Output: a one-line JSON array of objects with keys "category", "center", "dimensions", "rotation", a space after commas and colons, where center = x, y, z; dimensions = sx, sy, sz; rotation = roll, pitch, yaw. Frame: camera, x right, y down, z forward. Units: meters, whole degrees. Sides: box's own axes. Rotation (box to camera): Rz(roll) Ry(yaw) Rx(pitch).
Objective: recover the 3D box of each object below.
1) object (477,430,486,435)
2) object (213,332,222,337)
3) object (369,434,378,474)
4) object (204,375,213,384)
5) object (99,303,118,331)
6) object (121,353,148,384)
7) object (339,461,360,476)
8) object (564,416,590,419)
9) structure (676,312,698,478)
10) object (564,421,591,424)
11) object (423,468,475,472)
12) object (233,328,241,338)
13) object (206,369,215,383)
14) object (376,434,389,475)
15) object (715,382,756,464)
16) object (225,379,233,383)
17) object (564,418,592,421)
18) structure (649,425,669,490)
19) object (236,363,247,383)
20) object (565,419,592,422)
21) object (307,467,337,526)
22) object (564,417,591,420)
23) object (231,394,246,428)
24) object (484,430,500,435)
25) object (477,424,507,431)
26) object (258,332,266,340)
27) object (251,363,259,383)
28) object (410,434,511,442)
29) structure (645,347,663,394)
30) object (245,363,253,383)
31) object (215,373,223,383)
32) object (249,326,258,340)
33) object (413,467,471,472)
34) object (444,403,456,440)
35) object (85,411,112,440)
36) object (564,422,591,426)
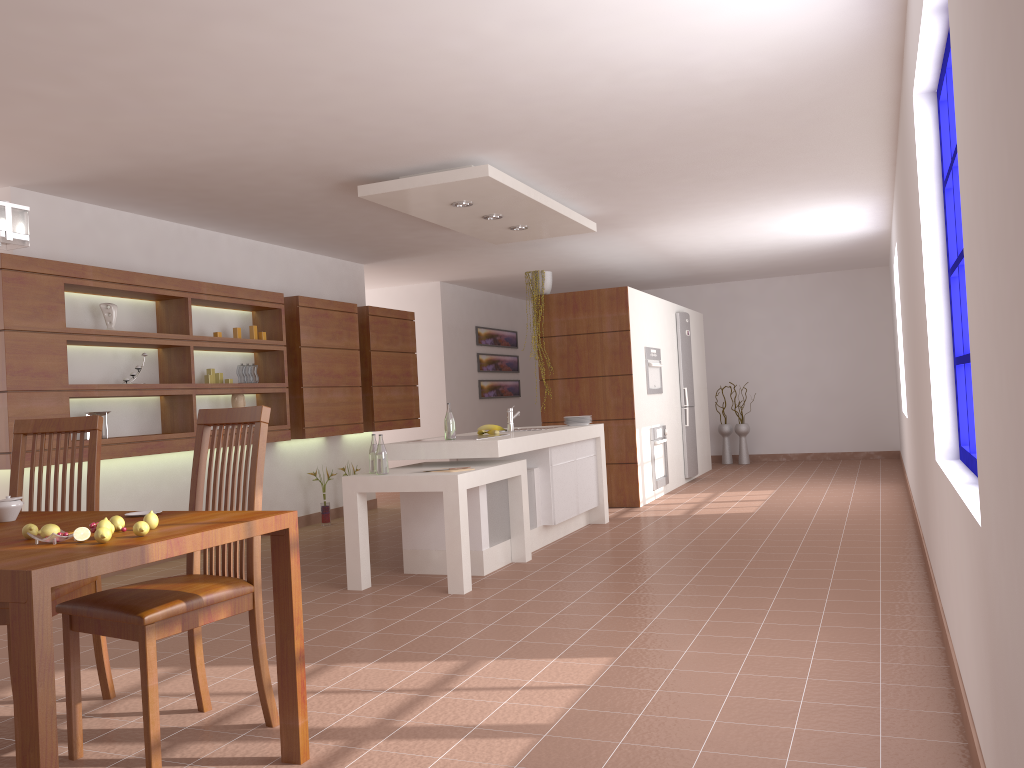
[{"category": "object", "center": [-0.214, 0.339, 6.182], "dimensions": [0.060, 0.033, 0.207], "rotation": [-3, -1, 2]}, {"category": "object", "center": [-2.174, -0.366, 6.545], "dimensions": [0.044, 0.049, 0.044], "rotation": [-4, -1, 23]}, {"category": "object", "center": [-0.809, 0.410, 5.220], "dimensions": [0.071, 0.230, 0.071], "rotation": [-3, -1, 4]}, {"category": "object", "center": [-2.250, -0.031, 6.581], "dimensions": [0.044, 0.070, 0.044], "rotation": [-4, -1, 23]}, {"category": "object", "center": [-2.616, -0.429, 5.761], "dimensions": [0.103, 0.197, 0.071], "rotation": [-3, -1, -16]}, {"category": "object", "center": [-2.530, -0.105, 5.955], "dimensions": [0.190, 0.227, 0.136], "rotation": [-2, -1, -35]}, {"category": "object", "center": [-1.514, 0.991, 8.356], "dimensions": [0.087, 0.546, 0.296], "rotation": [-4, -1, 23]}, {"category": "object", "center": [0.526, 0.270, 7.099], "dimensions": [0.228, 0.020, 0.228], "rotation": [-3, -1, 4]}, {"category": "structure", "center": [2.015, 0.116, 10.103], "dimensions": [0.089, 1.862, 0.604], "rotation": [-4, -1, 23]}, {"category": "object", "center": [0.528, 0.310, 7.098], "dimensions": [0.228, 0.020, 0.228], "rotation": [-3, -1, 4]}, {"category": "object", "center": [-0.363, 0.496, 5.105], "dimensions": [0.266, 0.006, 0.168], "rotation": [-4, -1, 39]}, {"category": "object", "center": [-2.108, -0.390, 6.801], "dimensions": [0.044, 0.099, 0.044], "rotation": [-4, -1, 23]}, {"category": "object", "center": [-2.259, -0.054, 6.654], "dimensions": [0.044, 0.120, 0.044], "rotation": [-4, -1, 23]}, {"category": "object", "center": [-0.748, 0.404, 5.089], "dimensions": [0.071, 0.230, 0.071], "rotation": [-3, -1, 4]}, {"category": "object", "center": [3.052, 0.520, 11.909], "dimensions": [0.655, 1.112, 0.284], "rotation": [-4, -1, 42]}, {"category": "object", "center": [-2.161, -0.018, 6.767], "dimensions": [0.044, 0.040, 0.044], "rotation": [-4, -1, 23]}, {"category": "object", "center": [0.527, 0.290, 7.098], "dimensions": [0.228, 0.020, 0.228], "rotation": [-3, -1, 4]}, {"category": "structure", "center": [1.464, 0.716, 8.732], "dimensions": [0.058, 0.592, 0.596], "rotation": [-4, -1, 23]}, {"category": "object", "center": [-2.119, -0.079, 6.955], "dimensions": [0.054, 0.165, 0.065], "rotation": [-4, -1, 38]}, {"category": "object", "center": [0.528, 0.300, 7.098], "dimensions": [0.228, 0.020, 0.228], "rotation": [-3, -1, 4]}, {"category": "object", "center": [-1.683, 0.993, 7.944], "dimensions": [0.087, 0.546, 0.296], "rotation": [-4, -1, 38]}, {"category": "object", "center": [0.527, 0.280, 7.099], "dimensions": [0.228, 0.020, 0.228], "rotation": [-3, -1, 4]}, {"category": "object", "center": [-2.122, 0.200, 6.877], "dimensions": [0.100, 0.284, 0.100], "rotation": [-2, -1, -37]}, {"category": "object", "center": [-0.128, 0.333, 6.118], "dimensions": [0.060, 0.033, 0.207], "rotation": [-3, -1, -23]}, {"category": "object", "center": [-0.139, 0.307, 6.147], "dimensions": [0.207, 0.055, 0.047], "rotation": [-3, -1, -1]}, {"category": "object", "center": [-1.989, -0.378, 7.066], "dimensions": [0.044, 0.070, 0.044], "rotation": [-4, -1, 23]}, {"category": "object", "center": [-2.053, -0.081, 7.038], "dimensions": [0.054, 0.165, 0.065], "rotation": [-4, -1, 38]}, {"category": "object", "center": [-0.338, 0.354, 5.801], "dimensions": [0.493, 0.006, 0.551], "rotation": [-4, -1, 23]}, {"category": "structure", "center": [1.422, -0.132, 8.742], "dimensions": [0.056, 0.454, 0.614], "rotation": [-4, -1, 23]}, {"category": "object", "center": [-2.086, -0.080, 6.997], "dimensions": [0.054, 0.165, 0.065], "rotation": [-4, -1, 38]}, {"category": "object", "center": [-2.236, -0.039, 6.772], "dimensions": [0.044, 0.090, 0.044], "rotation": [-4, -1, 23]}, {"category": "object", "center": [-2.047, -0.400, 7.020], "dimensions": [0.044, 0.120, 0.044], "rotation": [-4, -1, 23]}, {"category": "object", "center": [-0.420, 0.493, 5.099], "dimensions": [0.375, 0.008, 0.041], "rotation": [-3, -1, -11]}, {"category": "object", "center": [-0.394, 0.235, 5.600], "dimensions": [0.071, 0.230, 0.071], "rotation": [-3, -1, 4]}, {"category": "object", "center": [-2.621, 0.262, 5.623], "dimensions": [0.159, 0.171, 0.159], "rotation": [-3, -1, -31]}, {"category": "object", "center": [0.529, 0.321, 7.098], "dimensions": [0.228, 0.020, 0.228], "rotation": [-3, -1, 4]}]
